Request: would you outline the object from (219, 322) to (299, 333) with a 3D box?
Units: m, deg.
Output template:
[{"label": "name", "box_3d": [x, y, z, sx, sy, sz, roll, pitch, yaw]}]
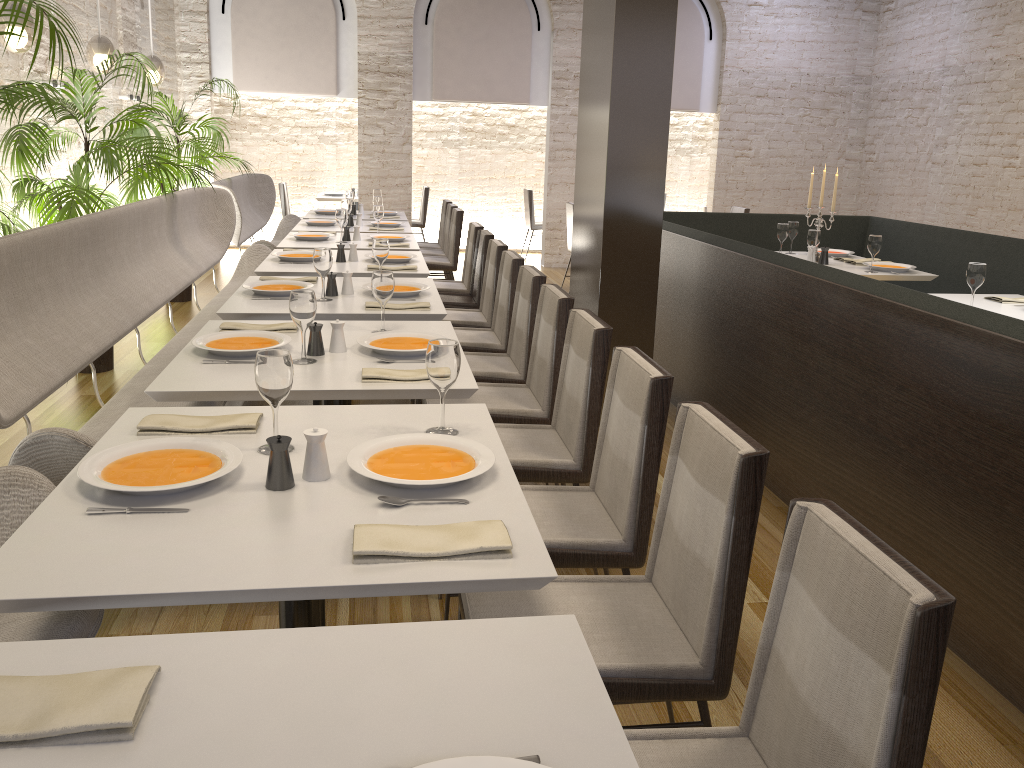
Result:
[{"label": "object", "box_3d": [-0.937, -0.214, 3.303, 0.273, 0.032, 0.144, 0, 15, -9]}]

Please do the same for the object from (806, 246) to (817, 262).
[{"label": "object", "box_3d": [1.978, -0.854, 5.859, 0.069, 0.125, 0.069, 10, 16, 32]}]

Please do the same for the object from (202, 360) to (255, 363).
[{"label": "object", "box_3d": [-0.880, -0.071, 2.794, 0.185, 0.010, 0.017, 0, 15, -9]}]

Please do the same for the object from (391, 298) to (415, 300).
[{"label": "object", "box_3d": [-0.523, -0.385, 3.993, 0.181, 0.015, 0.038, 0, 15, -7]}]

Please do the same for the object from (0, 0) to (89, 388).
[{"label": "object", "box_3d": [-2.242, -0.515, 3.466, 1.147, 1.957, 1.197, 7, 15, 21]}]

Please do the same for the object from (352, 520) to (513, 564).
[{"label": "object", "box_3d": [-0.145, 0.277, 1.585, 0.273, 0.032, 0.144, 0, 15, -9]}]

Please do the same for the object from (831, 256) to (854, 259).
[{"label": "object", "box_3d": [2.320, -0.886, 6.209, 0.181, 0.015, 0.038, 0, 15, -7]}]

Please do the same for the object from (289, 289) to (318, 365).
[{"label": "object", "box_3d": [-0.664, -0.182, 2.818, 0.086, 0.229, 0.087, 12, 17, 38]}]

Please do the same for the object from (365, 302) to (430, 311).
[{"label": "object", "box_3d": [-0.493, -0.339, 3.824, 0.273, 0.032, 0.144, 0, 15, -9]}]

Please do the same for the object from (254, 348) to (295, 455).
[{"label": "object", "box_3d": [-0.538, 0.040, 2.011, 0.087, 0.229, 0.086, 10, 16, 32]}]

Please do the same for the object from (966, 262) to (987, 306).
[{"label": "object", "box_3d": [2.189, -0.457, 4.198, 0.086, 0.229, 0.087, 3, 13, 3]}]

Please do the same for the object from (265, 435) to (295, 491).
[{"label": "object", "box_3d": [-0.476, 0.157, 1.812, 0.059, 0.108, 0.060, 2, 13, -1]}]

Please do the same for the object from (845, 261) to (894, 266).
[{"label": "object", "box_3d": [2.393, -0.810, 5.936, 0.273, 0.032, 0.144, 0, 15, -9]}]

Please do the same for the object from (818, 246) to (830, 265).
[{"label": "object", "box_3d": [2.061, -0.848, 5.848, 0.069, 0.125, 0.069, 10, 16, 32]}]

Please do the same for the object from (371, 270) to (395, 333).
[{"label": "object", "box_3d": [-0.480, -0.304, 3.294, 0.086, 0.229, 0.087, 1, 13, -3]}]

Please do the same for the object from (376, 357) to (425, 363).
[{"label": "object", "box_3d": [-0.349, -0.077, 2.875, 0.181, 0.015, 0.038, 0, 15, -7]}]

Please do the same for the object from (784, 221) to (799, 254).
[{"label": "object", "box_3d": [2.018, -1.053, 6.386, 0.087, 0.229, 0.086, -9, 17, -38]}]

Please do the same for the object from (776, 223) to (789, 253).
[{"label": "object", "box_3d": [1.881, -1.002, 6.180, 0.086, 0.229, 0.087, 9, 15, 26]}]

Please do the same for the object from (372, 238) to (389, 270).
[{"label": "object", "box_3d": [-0.650, -0.605, 4.388, 0.087, 0.229, 0.086, 10, 16, 32]}]

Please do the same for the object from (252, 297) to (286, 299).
[{"label": "object", "box_3d": [-1.054, -0.379, 3.913, 0.185, 0.010, 0.017, 0, 15, -9]}]

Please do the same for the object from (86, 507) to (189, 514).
[{"label": "object", "box_3d": [-0.705, 0.237, 1.674, 0.185, 0.010, 0.017, 0, 15, -9]}]

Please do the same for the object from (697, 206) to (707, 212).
[{"label": "object", "box_3d": [1.679, -1.459, 7.848, 0.086, 0.229, 0.087, 7, 14, 20]}]

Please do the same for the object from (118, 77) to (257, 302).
[{"label": "object", "box_3d": [-2.899, -1.700, 7.776, 1.147, 1.957, 1.197, -5, 15, -28]}]

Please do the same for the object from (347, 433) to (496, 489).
[{"label": "object", "box_3d": [-0.197, 0.175, 1.930, 0.322, 0.036, 0.324, 9, 17, 25]}]

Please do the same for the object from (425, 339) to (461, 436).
[{"label": "object", "box_3d": [-0.170, 0.009, 2.171, 0.087, 0.229, 0.086, 10, 16, 32]}]

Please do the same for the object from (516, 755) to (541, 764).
[{"label": "object", "box_3d": [-0.058, 0.438, 1.011, 0.185, 0.010, 0.017, 0, 15, -9]}]

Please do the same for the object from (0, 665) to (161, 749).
[{"label": "object", "box_3d": [-0.592, 0.395, 1.092, 0.273, 0.032, 0.144, 0, 15, -9]}]

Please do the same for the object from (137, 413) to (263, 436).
[{"label": "object", "box_3d": [-0.762, 0.095, 2.182, 0.273, 0.032, 0.144, 0, 15, -9]}]

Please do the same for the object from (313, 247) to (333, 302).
[{"label": "object", "box_3d": [-0.834, -0.483, 3.912, 0.087, 0.229, 0.086, 10, 16, 32]}]

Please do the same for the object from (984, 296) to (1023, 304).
[{"label": "object", "box_3d": [2.606, -0.435, 4.572, 0.273, 0.032, 0.144, 0, 15, -9]}]

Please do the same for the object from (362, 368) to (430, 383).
[{"label": "object", "box_3d": [-0.319, -0.031, 2.705, 0.273, 0.032, 0.144, 0, 15, -9]}]

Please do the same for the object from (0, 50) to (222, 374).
[{"label": "object", "box_3d": [-2.545, -1.048, 5.402, 1.192, 1.957, 1.152, 10, 16, 31]}]

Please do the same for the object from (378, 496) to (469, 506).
[{"label": "object", "box_3d": [-0.175, 0.231, 1.754, 0.181, 0.015, 0.038, 0, 15, -7]}]

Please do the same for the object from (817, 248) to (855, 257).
[{"label": "object", "box_3d": [2.297, -0.941, 6.382, 0.323, 0.036, 0.323, 14, 19, 38]}]

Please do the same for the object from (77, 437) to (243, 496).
[{"label": "object", "box_3d": [-0.728, 0.178, 1.849, 0.322, 0.036, 0.324, 9, 17, 25]}]

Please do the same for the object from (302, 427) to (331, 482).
[{"label": "object", "box_3d": [-0.413, 0.144, 1.867, 0.059, 0.108, 0.060, 2, 13, -1]}]

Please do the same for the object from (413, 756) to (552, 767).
[{"label": "object", "box_3d": [-0.027, 0.475, 0.839, 0.322, 0.036, 0.324, -7, 17, -30]}]

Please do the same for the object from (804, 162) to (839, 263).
[{"label": "object", "box_3d": [2.058, -1.145, 5.916, 0.131, 0.651, 0.394, 2, 14, 2]}]

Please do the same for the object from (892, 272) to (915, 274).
[{"label": "object", "box_3d": [2.432, -0.688, 5.490, 0.181, 0.015, 0.038, 0, 15, -7]}]

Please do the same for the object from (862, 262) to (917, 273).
[{"label": "object", "box_3d": [2.409, -0.743, 5.663, 0.322, 0.036, 0.324, -8, 18, -32]}]

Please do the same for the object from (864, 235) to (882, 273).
[{"label": "object", "box_3d": [2.245, -0.808, 5.504, 0.086, 0.229, 0.087, 9, 15, 26]}]

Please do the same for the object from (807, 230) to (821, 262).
[{"label": "object", "box_3d": [1.949, -0.882, 5.742, 0.086, 0.229, 0.087, 9, 15, 26]}]

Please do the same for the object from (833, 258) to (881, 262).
[{"label": "object", "box_3d": [2.370, -0.851, 6.085, 0.273, 0.032, 0.144, 0, 15, -9]}]
